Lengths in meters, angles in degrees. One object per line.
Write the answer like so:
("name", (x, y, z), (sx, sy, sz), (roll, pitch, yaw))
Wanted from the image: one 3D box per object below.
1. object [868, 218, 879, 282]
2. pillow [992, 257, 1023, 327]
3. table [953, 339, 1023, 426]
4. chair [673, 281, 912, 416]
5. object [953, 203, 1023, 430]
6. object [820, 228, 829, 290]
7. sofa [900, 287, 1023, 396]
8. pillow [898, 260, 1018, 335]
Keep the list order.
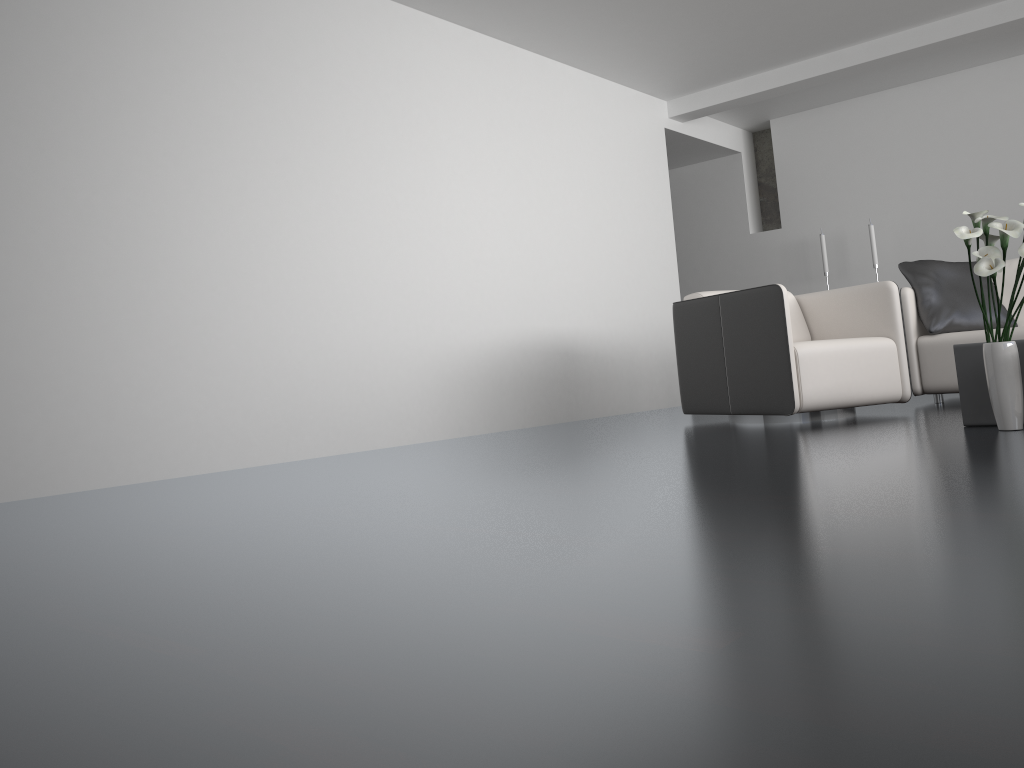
("object", (2.983, -0.656, 7.132), (0.178, 1.412, 0.179), (-10, -8, 40))
("pillow", (2.848, -0.500, 5.145), (0.581, 0.505, 0.322), (-6, -5, 30))
("table", (2.299, -0.036, 3.119), (1.249, 0.317, 0.298), (-4, -3, 38))
("chair", (1.417, -0.200, 4.615), (0.769, 0.668, 0.910), (-3, -2, -25))
("object", (1.779, -0.241, 3.066), (0.376, 0.806, 0.444), (-6, -5, 24))
("object", (2.712, -0.638, 7.497), (0.178, 1.412, 0.179), (-10, -8, 40))
("sofa", (3.354, -0.343, 4.613), (2.223, 0.667, 0.918), (-4, -2, 38))
("pillow", (2.557, -0.510, 5.036), (0.566, 0.455, 0.275), (-4, -5, -5))
